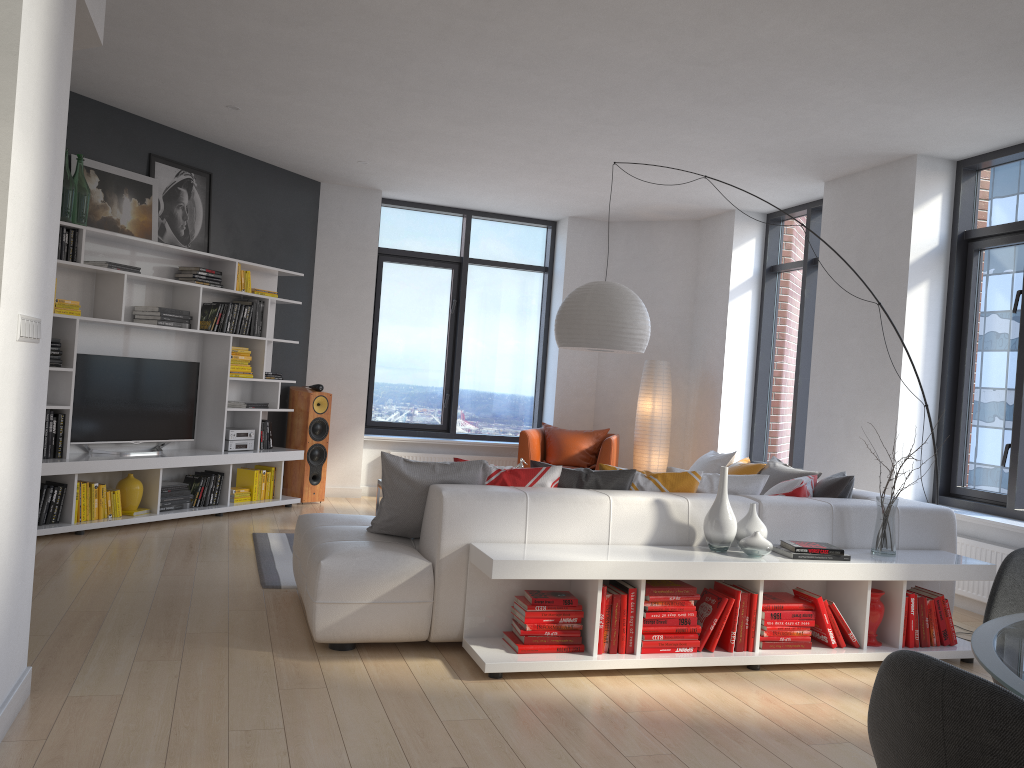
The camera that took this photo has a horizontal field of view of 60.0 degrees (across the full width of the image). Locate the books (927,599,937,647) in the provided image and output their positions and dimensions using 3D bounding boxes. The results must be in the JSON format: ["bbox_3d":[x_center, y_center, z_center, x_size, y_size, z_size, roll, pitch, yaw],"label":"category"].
[{"bbox_3d":[2.030,1.170,4.420,0.081,0.230,0.165,4,0,-18],"label":"books"}]

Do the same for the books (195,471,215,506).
[{"bbox_3d":[-2.460,0.830,7.034,0.192,0.254,0.075,4,0,26],"label":"books"}]

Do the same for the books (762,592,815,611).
[{"bbox_3d":[1.248,1.038,4.236,0.301,0.032,0.227,4,0,-18],"label":"books"}]

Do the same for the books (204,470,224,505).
[{"bbox_3d":[-2.414,0.831,7.121,0.197,0.260,0.066,4,0,27],"label":"books"}]

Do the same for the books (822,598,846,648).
[{"bbox_3d":[1.497,1.131,4.261,0.148,0.232,0.171,4,0,-16],"label":"books"}]

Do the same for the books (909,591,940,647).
[{"bbox_3d":[2.051,1.171,4.431,0.083,0.233,0.178,4,0,-18],"label":"books"}]

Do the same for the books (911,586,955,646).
[{"bbox_3d":[2.118,1.165,4.463,0.116,0.255,0.198,4,0,-18],"label":"books"}]

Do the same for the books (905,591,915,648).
[{"bbox_3d":[1.907,1.142,4.379,0.050,0.268,0.198,4,0,-18],"label":"books"}]

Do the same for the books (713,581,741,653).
[{"bbox_3d":[0.977,1.069,4.085,0.046,0.282,0.199,4,0,-18],"label":"books"}]

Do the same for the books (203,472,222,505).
[{"bbox_3d":[-2.429,0.835,7.090,0.191,0.249,0.084,4,0,27],"label":"books"}]

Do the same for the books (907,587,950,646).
[{"bbox_3d":[2.088,1.166,4.450,0.119,0.249,0.187,4,0,-18],"label":"books"}]

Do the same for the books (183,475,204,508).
[{"bbox_3d":[-2.512,0.837,6.922,0.182,0.234,0.104,4,0,27],"label":"books"}]

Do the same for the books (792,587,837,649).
[{"bbox_3d":[1.451,1.118,4.252,0.134,0.248,0.192,4,0,-18],"label":"books"}]

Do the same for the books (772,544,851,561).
[{"bbox_3d":[1.418,0.806,4.249,0.300,0.026,0.245,4,0,-13],"label":"books"}]

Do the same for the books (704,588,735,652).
[{"bbox_3d":[0.916,1.080,4.066,0.115,0.245,0.192,4,0,-18],"label":"books"}]

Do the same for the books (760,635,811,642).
[{"bbox_3d":[1.243,1.181,4.191,0.266,0.026,0.187,4,0,-12],"label":"books"}]

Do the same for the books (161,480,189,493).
[{"bbox_3d":[-2.661,0.780,6.738,0.250,0.047,0.310,4,0,23],"label":"books"}]

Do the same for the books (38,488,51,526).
[{"bbox_3d":[-3.088,0.790,5.770,0.172,0.242,0.069,4,0,28],"label":"books"}]

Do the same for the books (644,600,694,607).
[{"bbox_3d":[0.663,0.970,4.008,0.257,0.025,0.182,4,0,-18],"label":"books"}]

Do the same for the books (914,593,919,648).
[{"bbox_3d":[1.937,1.149,4.386,0.056,0.262,0.185,4,0,-18],"label":"books"}]

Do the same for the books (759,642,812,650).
[{"bbox_3d":[1.247,1.211,4.202,0.259,0.034,0.206,4,0,-15],"label":"books"}]

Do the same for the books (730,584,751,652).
[{"bbox_3d":[1.040,1.081,4.112,0.028,0.266,0.188,4,0,-18],"label":"books"}]

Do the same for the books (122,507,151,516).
[{"bbox_3d":[-2.794,0.917,6.417,0.270,0.029,0.204,4,0,12],"label":"books"}]

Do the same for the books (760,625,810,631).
[{"bbox_3d":[1.255,1.133,4.193,0.236,0.023,0.178,4,0,-18],"label":"books"}]

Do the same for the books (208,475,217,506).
[{"bbox_3d":[-2.442,0.839,7.055,0.179,0.243,0.068,4,0,26],"label":"books"}]

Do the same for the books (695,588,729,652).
[{"bbox_3d":[0.875,1.076,4.060,0.144,0.247,0.188,4,0,-18],"label":"books"}]

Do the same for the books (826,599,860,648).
[{"bbox_3d":[1.550,1.141,4.277,0.186,0.223,0.188,4,0,-17],"label":"books"}]

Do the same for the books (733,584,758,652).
[{"bbox_3d":[1.071,1.081,4.106,0.028,0.269,0.181,4,0,-18],"label":"books"}]

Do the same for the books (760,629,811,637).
[{"bbox_3d":[1.252,1.156,4.201,0.257,0.025,0.182,4,0,-18],"label":"books"}]

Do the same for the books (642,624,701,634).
[{"bbox_3d":[0.668,1.087,4.025,0.301,0.032,0.227,4,0,-18],"label":"books"}]

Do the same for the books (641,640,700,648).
[{"bbox_3d":[0.674,1.143,3.986,0.282,0.030,0.188,4,0,-17],"label":"books"}]

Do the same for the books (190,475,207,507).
[{"bbox_3d":[-2.501,0.838,6.955,0.187,0.234,0.096,4,0,28],"label":"books"}]

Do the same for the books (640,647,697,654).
[{"bbox_3d":[0.664,1.171,4.002,0.274,0.029,0.200,4,0,-18],"label":"books"}]

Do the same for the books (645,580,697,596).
[{"bbox_3d":[0.668,0.915,4.010,0.259,0.034,0.206,4,0,-21],"label":"books"}]

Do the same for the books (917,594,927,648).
[{"bbox_3d":[1.968,1.156,4.405,0.076,0.252,0.199,4,0,-18],"label":"books"}]

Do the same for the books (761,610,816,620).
[{"bbox_3d":[1.259,1.074,4.215,0.279,0.039,0.206,4,0,-19],"label":"books"}]

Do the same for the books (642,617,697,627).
[{"bbox_3d":[0.665,1.052,4.024,0.279,0.039,0.206,4,0,-17],"label":"books"}]

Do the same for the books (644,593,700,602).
[{"bbox_3d":[0.685,0.946,4.008,0.266,0.026,0.187,4,0,-23],"label":"books"}]

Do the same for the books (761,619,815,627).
[{"bbox_3d":[1.264,1.108,4.200,0.261,0.027,0.191,4,0,-14],"label":"books"}]

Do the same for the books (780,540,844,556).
[{"bbox_3d":[1.426,0.780,4.225,0.238,0.027,0.188,4,0,-4],"label":"books"}]

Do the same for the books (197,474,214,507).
[{"bbox_3d":[-2.447,0.839,7.001,0.172,0.242,0.069,4,0,28],"label":"books"}]

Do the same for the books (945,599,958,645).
[{"bbox_3d":[2.149,1.180,4.475,0.103,0.230,0.173,4,0,-18],"label":"books"}]

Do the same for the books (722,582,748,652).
[{"bbox_3d":[1.008,1.076,4.112,0.038,0.270,0.215,4,0,-18],"label":"books"}]

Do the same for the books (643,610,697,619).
[{"bbox_3d":[0.670,1.019,4.008,0.261,0.027,0.191,4,0,-22],"label":"books"}]

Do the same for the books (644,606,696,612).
[{"bbox_3d":[0.682,0.994,4.006,0.236,0.023,0.178,4,0,-18],"label":"books"}]

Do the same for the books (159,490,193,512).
[{"bbox_3d":[-2.646,0.874,6.734,0.277,0.137,0.343,4,0,22],"label":"books"}]

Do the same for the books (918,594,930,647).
[{"bbox_3d":[1.999,1.161,4.404,0.066,0.247,0.175,4,0,-18],"label":"books"}]

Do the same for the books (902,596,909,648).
[{"bbox_3d":[1.874,1.148,4.360,0.026,0.250,0.168,4,0,-18],"label":"books"}]

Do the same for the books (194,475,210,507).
[{"bbox_3d":[-2.475,0.840,6.976,0.169,0.233,0.081,4,0,26],"label":"books"}]

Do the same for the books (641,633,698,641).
[{"bbox_3d":[0.674,1.116,3.989,0.266,0.026,0.187,4,0,-18],"label":"books"}]
